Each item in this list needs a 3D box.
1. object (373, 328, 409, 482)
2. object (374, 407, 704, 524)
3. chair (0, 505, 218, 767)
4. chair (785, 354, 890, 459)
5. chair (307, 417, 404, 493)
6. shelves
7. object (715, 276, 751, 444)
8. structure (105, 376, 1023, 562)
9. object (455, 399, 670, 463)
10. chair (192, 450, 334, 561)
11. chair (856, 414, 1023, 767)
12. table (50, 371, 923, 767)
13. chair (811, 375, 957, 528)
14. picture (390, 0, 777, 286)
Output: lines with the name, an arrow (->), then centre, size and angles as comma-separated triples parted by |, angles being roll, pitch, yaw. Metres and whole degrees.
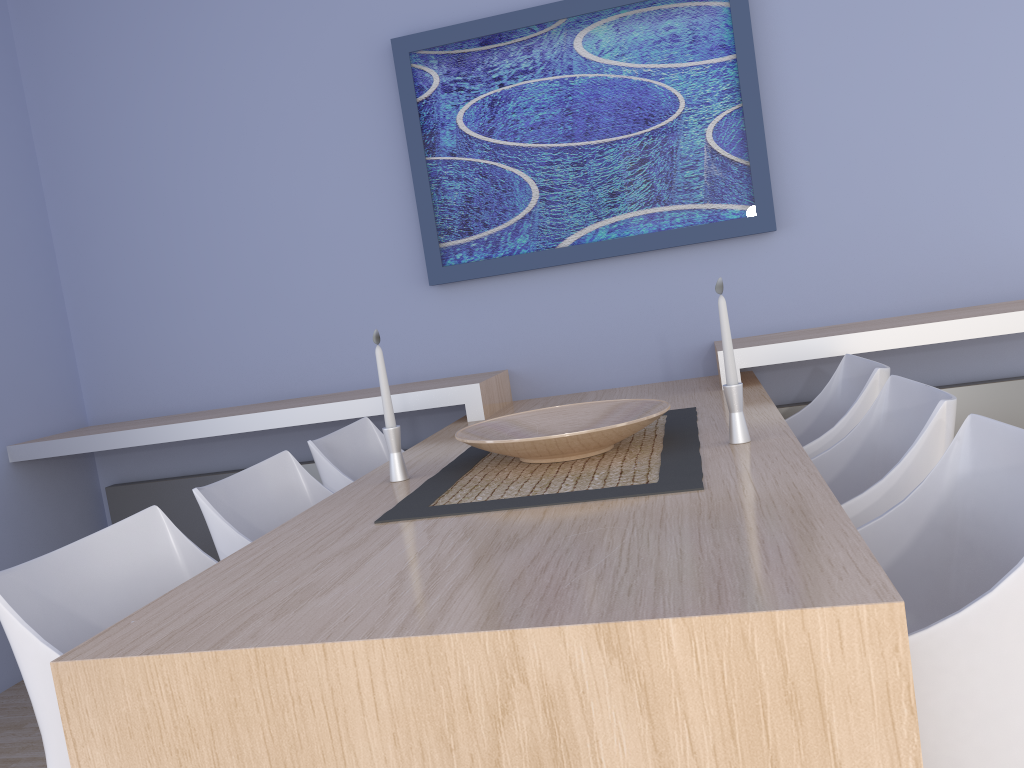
object -> -0.283, 0.047, 2.012 | 0.045, 0.349, 0.045 | -12, 6, -36
object -> 0.129, 0.159, 2.032 | 0.594, 0.005, 0.986 | -8, 5, 12
chair -> -0.521, 0.630, 1.520 | 0.486, 0.793, 0.510 | -8, 5, 12
chair -> 0.825, 0.348, 2.428 | 0.486, 0.793, 0.510 | -8, 5, 12
chair -> -0.293, 0.499, 2.638 | 0.486, 0.793, 0.510 | -8, 5, 12
shelves -> 0.109, 0.371, 3.136 | 3.901, 0.840, 0.463 | -8, 5, 12
object -> 0.453, -0.050, 1.850 | 0.045, 0.349, 0.045 | -8, 5, 12
structure -> 0.222, 0.425, 3.305 | 3.843, 0.503, 0.064 | -8, 5, 12
object -> 0.119, 0.117, 2.031 | 0.493, 0.081, 0.493 | -6, 6, 31
chair -> -0.407, 0.564, 2.079 | 0.486, 0.793, 0.510 | -8, 5, 12
chair -> 0.590, 0.483, 1.277 | 0.486, 0.793, 0.510 | -8, 5, 12
table -> 0.195, 0.503, 2.168 | 1.002, 0.718, 2.340 | -8, 5, 12
chair -> 0.708, 0.415, 1.856 | 0.486, 0.793, 0.510 | -7, 5, 13
picture -> 0.237, -0.892, 3.149 | 1.252, 0.901, 0.049 | -8, 5, 12
